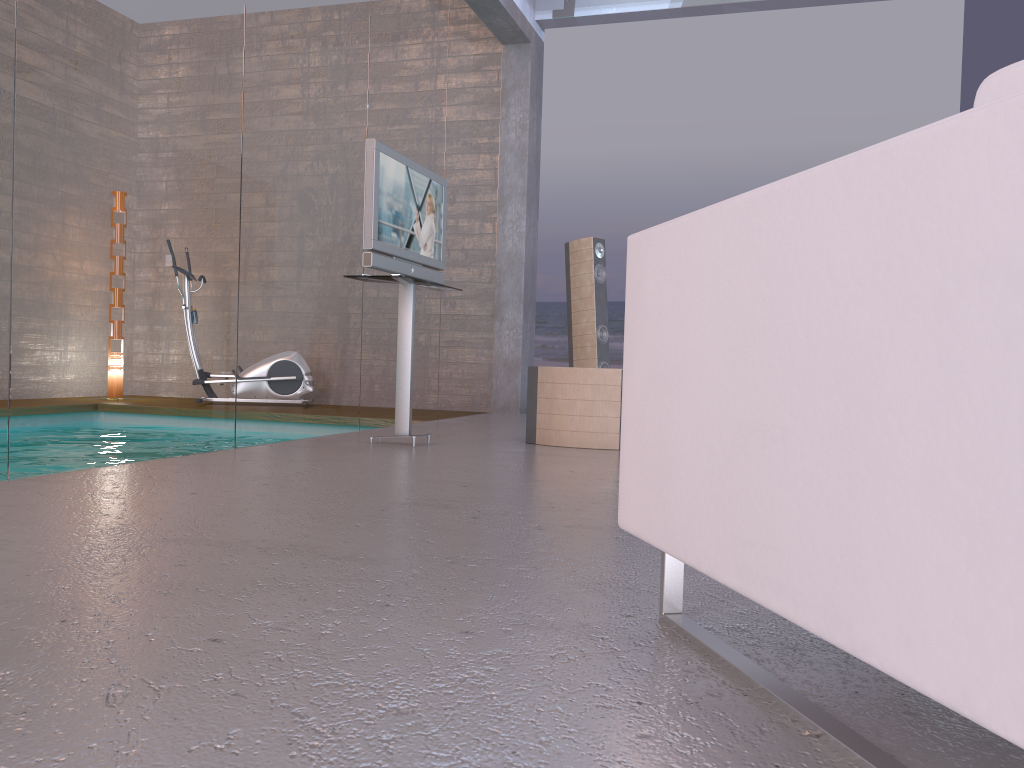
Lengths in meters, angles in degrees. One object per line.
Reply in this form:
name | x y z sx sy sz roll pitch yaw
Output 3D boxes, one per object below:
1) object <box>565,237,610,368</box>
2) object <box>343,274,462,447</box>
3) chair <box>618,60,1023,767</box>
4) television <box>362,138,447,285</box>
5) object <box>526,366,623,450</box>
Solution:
object | 0.585 -0.410 7.006 0.444 1.469 0.244 3 2 42
object | -0.601 -0.142 4.970 0.360 0.958 0.818 2 1 17
chair | 0.766 0.068 1.289 0.936 0.808 1.026 1 1 -13
television | -0.575 -0.920 4.947 0.054 0.644 1.000 2 1 17
object | 0.413 0.132 5.314 0.604 0.459 0.514 2 1 17
